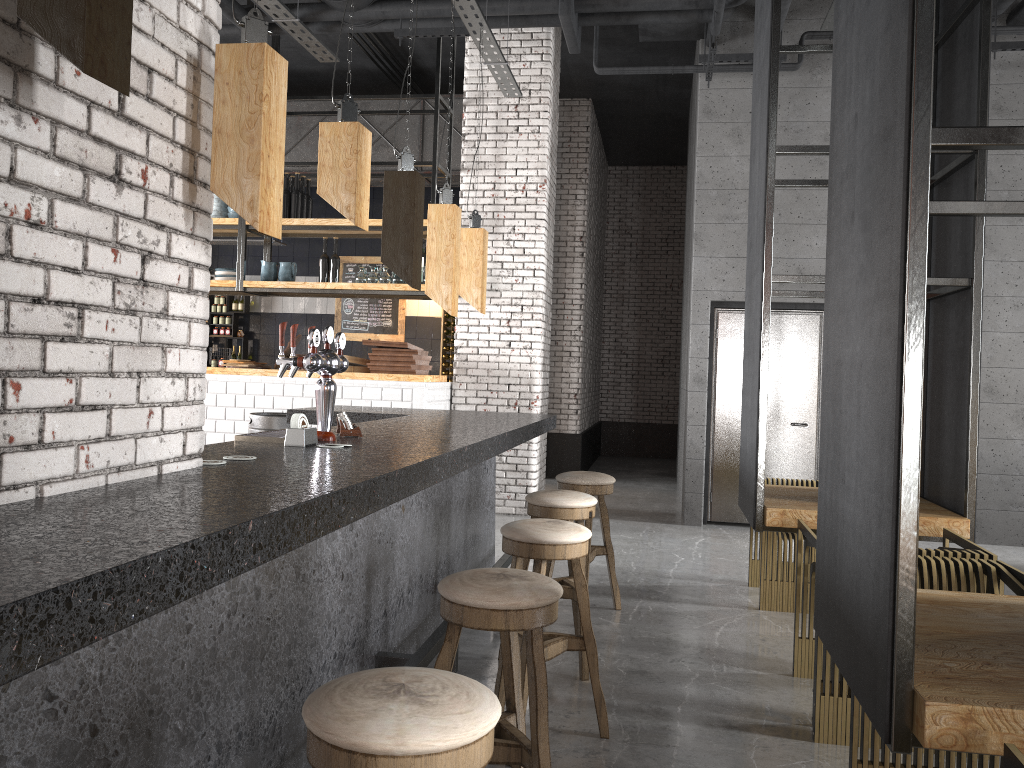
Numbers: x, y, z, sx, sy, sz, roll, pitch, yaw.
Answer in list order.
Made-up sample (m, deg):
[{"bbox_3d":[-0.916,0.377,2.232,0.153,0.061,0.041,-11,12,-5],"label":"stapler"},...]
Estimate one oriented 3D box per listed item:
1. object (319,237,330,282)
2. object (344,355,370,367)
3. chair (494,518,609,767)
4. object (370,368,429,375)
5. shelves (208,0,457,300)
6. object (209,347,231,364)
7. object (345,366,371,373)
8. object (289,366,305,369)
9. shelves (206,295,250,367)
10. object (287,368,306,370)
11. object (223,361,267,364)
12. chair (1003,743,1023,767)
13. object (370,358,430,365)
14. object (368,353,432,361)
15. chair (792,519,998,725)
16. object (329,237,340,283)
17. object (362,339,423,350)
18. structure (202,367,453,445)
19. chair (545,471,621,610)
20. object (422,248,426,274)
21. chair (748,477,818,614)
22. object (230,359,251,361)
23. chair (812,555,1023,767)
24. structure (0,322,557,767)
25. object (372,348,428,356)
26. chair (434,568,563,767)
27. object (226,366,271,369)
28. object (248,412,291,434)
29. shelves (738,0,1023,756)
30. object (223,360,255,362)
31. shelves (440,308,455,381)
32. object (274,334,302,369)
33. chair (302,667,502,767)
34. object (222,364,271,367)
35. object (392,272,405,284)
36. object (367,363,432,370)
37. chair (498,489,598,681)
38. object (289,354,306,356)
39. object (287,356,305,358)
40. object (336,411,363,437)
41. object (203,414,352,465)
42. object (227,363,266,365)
[{"bbox_3d":[-1.833,-1.197,8.670,0.098,0.471,0.098,2,0,-2],"label":"object"},{"bbox_3d":[-1.456,-0.223,8.158,0.439,0.154,0.437,2,1,-33],"label":"object"},{"bbox_3d":[0.162,0.913,3.281,0.439,0.806,0.480,2,0,-2],"label":"chair"},{"bbox_3d":[-1.016,-0.112,8.068,0.405,0.044,0.636,2,1,5],"label":"object"},{"bbox_3d":[-3.434,-2.459,8.943,5.677,3.067,0.597,2,0,10],"label":"shelves"},{"bbox_3d":[-2.775,-0.261,8.436,0.181,0.168,0.170,2,0,-11],"label":"object"},{"bbox_3d":[-1.462,-0.156,8.155,0.437,0.097,0.437,3,1,34],"label":"object"},{"bbox_3d":[-1.871,-0.149,8.257,0.406,0.019,0.458,2,1,-18],"label":"object"},{"bbox_3d":[-4.460,-0.659,12.115,1.761,1.482,0.157,2,0,10],"label":"shelves"},{"bbox_3d":[-1.886,-0.134,8.267,0.458,0.019,0.406,3,1,45],"label":"object"},{"bbox_3d":[-2.461,-0.198,8.330,0.230,0.016,0.556,2,1,16],"label":"object"},{"bbox_3d":[1.115,1.017,1.199,0.657,0.730,0.638,2,0,11],"label":"chair"},{"bbox_3d":[-1.012,-0.201,8.069,0.405,0.044,0.636,2,1,6],"label":"object"},{"bbox_3d":[-1.011,-0.245,8.069,0.405,0.044,0.636,2,1,10],"label":"object"},{"bbox_3d":[1.574,1.004,3.745,0.657,0.730,0.638,2,0,10],"label":"chair"},{"bbox_3d":[-1.727,-1.193,8.653,0.098,0.471,0.098,2,0,17],"label":"object"},{"bbox_3d":[-1.069,-0.336,8.016,0.406,0.094,0.636,2,1,7],"label":"object"},{"bbox_3d":[-3.508,0.483,8.837,5.801,1.346,1.510,2,0,10],"label":"structure"},{"bbox_3d":[0.455,0.903,5.048,0.438,0.806,0.480,2,0,-22],"label":"chair"},{"bbox_3d":[-0.876,-1.124,8.541,0.157,0.406,0.105,2,0,14],"label":"object"},{"bbox_3d":[1.851,0.993,5.519,0.657,0.730,0.638,2,0,9],"label":"chair"},{"bbox_3d":[-2.477,-0.218,8.170,0.184,0.011,0.254,2,1,31],"label":"object"},{"bbox_3d":[1.430,1.007,3.015,0.657,0.730,0.638,2,0,9],"label":"chair"},{"bbox_3d":[-2.315,0.488,3.467,4.311,1.534,5.875,2,1,10],"label":"structure"},{"bbox_3d":[-1.009,-0.289,8.070,0.405,0.044,0.636,2,1,3],"label":"object"},{"bbox_3d":[-0.031,0.917,2.356,0.480,0.806,0.439,2,0,-32],"label":"chair"},{"bbox_3d":[-2.426,-0.153,8.281,0.458,0.019,0.407,2,1,-39],"label":"object"},{"bbox_3d":[-1.544,0.711,5.789,0.399,1.035,0.397,2,-1,45],"label":"object"},{"bbox_3d":[1.380,-1.441,2.096,1.003,4.367,6.146,2,0,10],"label":"shelves"},{"bbox_3d":[-2.505,-0.210,8.243,0.172,0.010,0.368,2,1,20],"label":"object"},{"bbox_3d":[-0.455,-0.400,11.391,0.889,2.149,0.251,2,0,10],"label":"shelves"},{"bbox_3d":[-2.079,-0.297,8.193,0.242,0.338,0.488,2,0,-5],"label":"object"},{"bbox_3d":[-0.214,0.920,1.482,0.480,0.806,0.439,2,0,-2],"label":"chair"},{"bbox_3d":[-2.463,-0.172,8.334,0.276,0.019,0.513,2,1,15],"label":"object"},{"bbox_3d":[-1.061,-1.206,8.558,0.157,0.554,0.105,2,0,14],"label":"object"},{"bbox_3d":[-1.014,-0.157,8.068,0.405,0.044,0.636,2,1,12],"label":"object"},{"bbox_3d":[0.173,0.903,4.191,0.439,0.806,0.480,2,0,8],"label":"chair"},{"bbox_3d":[-1.901,-0.263,8.270,0.458,0.019,0.407,2,1,-34],"label":"object"},{"bbox_3d":[-1.883,-0.246,8.269,0.458,0.019,0.406,3,1,43],"label":"object"},{"bbox_3d":[-0.645,0.157,3.511,0.091,0.091,0.177,2,0,-15],"label":"object"},{"bbox_3d":[-0.697,0.157,2.682,0.200,0.106,0.766,2,1,10],"label":"object"},{"bbox_3d":[-2.470,-0.184,8.329,0.215,0.013,0.521,2,1,6],"label":"object"}]
